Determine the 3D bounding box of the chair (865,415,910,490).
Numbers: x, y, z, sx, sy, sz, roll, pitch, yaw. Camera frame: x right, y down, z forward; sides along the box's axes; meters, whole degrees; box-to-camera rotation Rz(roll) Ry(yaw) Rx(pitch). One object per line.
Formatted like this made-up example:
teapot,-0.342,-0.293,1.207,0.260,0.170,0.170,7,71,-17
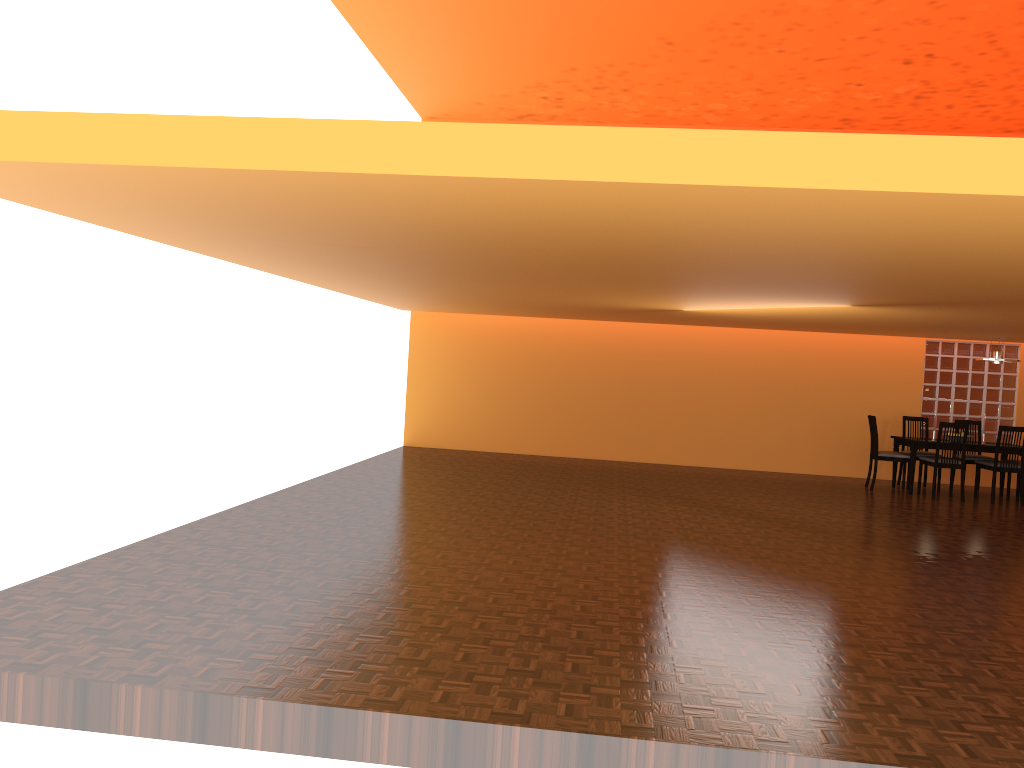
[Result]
chair,4.120,0.761,9.689,0.465,0.809,0.373,4,1,12

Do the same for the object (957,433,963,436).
object,4.822,0.567,9.531,0.066,0.070,0.055,3,1,-12

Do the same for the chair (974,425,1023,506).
chair,5.085,0.829,9.194,0.373,0.809,0.465,3,1,7

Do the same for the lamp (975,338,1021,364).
lamp,5.220,-0.354,9.515,0.435,0.274,0.435,4,1,29

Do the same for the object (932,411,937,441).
object,4.546,0.446,9.537,0.044,0.326,0.044,3,1,-5

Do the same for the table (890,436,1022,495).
table,4.828,0.917,9.581,1.259,0.584,0.697,3,1,7

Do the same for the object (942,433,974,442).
object,4.807,0.588,9.591,0.337,0.072,0.337,3,1,-27

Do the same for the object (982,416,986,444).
object,5.093,0.478,9.559,0.044,0.326,0.044,3,1,-5

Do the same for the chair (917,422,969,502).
chair,4.513,0.794,9.260,0.373,0.809,0.465,3,1,7

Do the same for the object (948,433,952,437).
object,4.719,0.548,9.558,0.055,0.046,0.046,3,1,-10

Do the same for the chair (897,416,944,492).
chair,4.603,0.781,10.021,0.373,0.809,0.465,3,1,7

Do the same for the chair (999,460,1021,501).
chair,5.569,0.850,9.514,0.465,0.809,0.373,3,1,2

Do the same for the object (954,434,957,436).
object,4.760,0.563,9.531,0.046,0.046,0.055,3,2,-30

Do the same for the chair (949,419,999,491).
chair,5.175,0.816,9.955,0.373,0.809,0.465,3,1,7

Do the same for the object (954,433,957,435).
object,4.785,0.570,9.624,0.087,0.076,0.089,4,1,13

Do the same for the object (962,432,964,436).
object,4.882,0.556,9.584,0.069,0.066,0.069,4,1,16
